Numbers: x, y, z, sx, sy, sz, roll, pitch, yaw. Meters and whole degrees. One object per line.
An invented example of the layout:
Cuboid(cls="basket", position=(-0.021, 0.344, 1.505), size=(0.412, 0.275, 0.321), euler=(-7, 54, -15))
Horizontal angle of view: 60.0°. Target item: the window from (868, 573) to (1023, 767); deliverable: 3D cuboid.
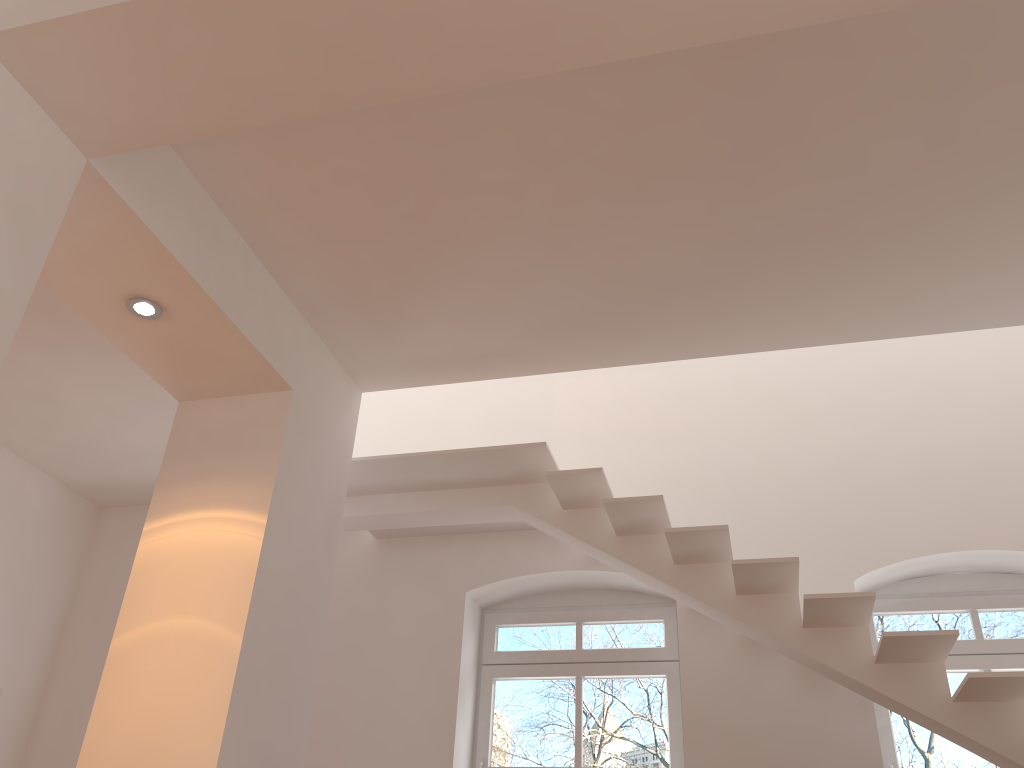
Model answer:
Cuboid(cls="window", position=(2.607, 1.849, 4.741), size=(1.308, 1.737, 0.142), euler=(-6, -33, 14))

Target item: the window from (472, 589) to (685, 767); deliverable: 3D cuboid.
Cuboid(cls="window", position=(0.392, 2.071, 5.294), size=(1.308, 1.737, 0.142), euler=(-6, -33, 14))

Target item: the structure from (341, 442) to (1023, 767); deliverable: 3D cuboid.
Cuboid(cls="structure", position=(0.821, 1.199, 3.173), size=(4.630, 3.042, 3.450), euler=(-6, -33, 14))
